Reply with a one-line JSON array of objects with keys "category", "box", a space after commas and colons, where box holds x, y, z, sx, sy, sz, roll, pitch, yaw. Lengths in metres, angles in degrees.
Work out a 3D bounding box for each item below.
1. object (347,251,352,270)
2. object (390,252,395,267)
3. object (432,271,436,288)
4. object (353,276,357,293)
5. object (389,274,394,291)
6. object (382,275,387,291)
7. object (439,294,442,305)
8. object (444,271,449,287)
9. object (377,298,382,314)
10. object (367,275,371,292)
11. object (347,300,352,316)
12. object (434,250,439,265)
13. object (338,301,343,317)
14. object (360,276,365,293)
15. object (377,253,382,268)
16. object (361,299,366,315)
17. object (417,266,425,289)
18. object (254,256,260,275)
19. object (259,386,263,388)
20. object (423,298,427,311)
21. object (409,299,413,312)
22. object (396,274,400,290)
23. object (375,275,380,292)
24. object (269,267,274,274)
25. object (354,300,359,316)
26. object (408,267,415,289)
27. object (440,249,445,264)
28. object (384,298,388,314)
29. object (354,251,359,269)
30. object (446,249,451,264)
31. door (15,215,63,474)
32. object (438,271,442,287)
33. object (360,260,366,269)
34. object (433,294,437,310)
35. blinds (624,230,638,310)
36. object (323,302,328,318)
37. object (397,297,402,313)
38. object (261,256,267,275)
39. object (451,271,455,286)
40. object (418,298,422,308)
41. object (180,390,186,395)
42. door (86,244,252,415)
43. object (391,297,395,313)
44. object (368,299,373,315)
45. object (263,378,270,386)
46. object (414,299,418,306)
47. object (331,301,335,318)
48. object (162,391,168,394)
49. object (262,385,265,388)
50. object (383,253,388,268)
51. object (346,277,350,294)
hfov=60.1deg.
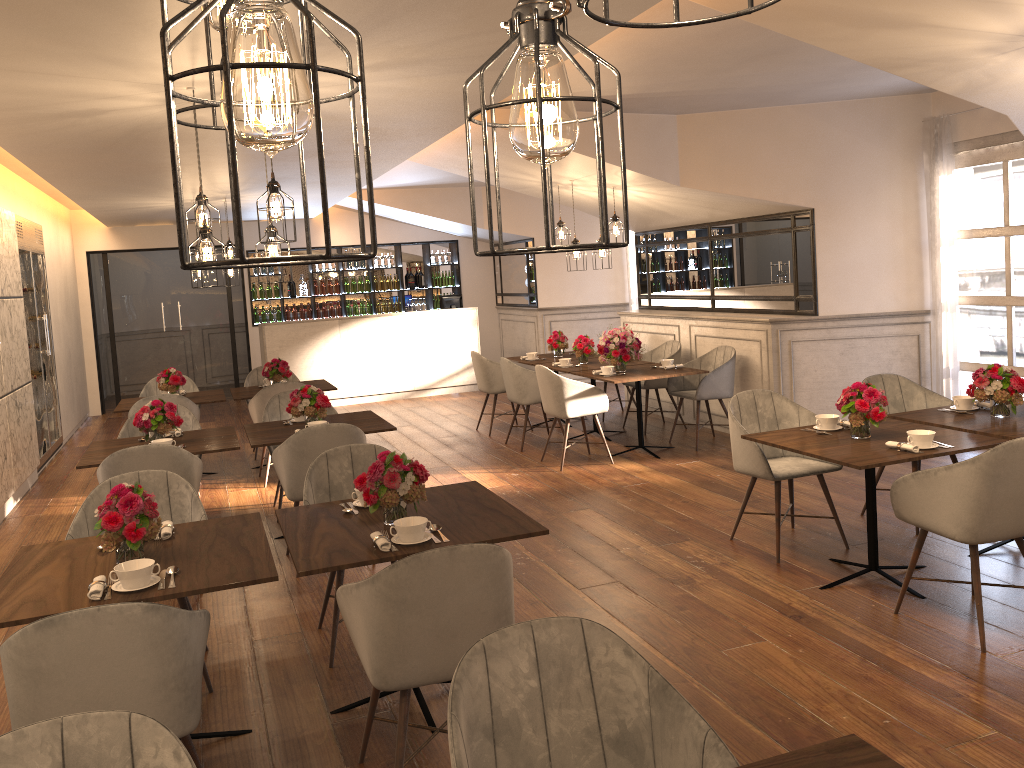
[{"category": "object", "box": [-2.537, -1.938, 13.795, 0.075, 0.309, 0.075, -3, 4, 13]}, {"category": "object", "box": [-1.901, -1.970, 14.023, 0.070, 0.235, 0.041, -5, 4, -20]}, {"category": "object", "box": [-1.273, -1.686, 14.295, 0.066, 0.262, 0.066, -7, 5, -41]}, {"category": "object", "box": [-2.463, -1.557, 13.872, 0.066, 0.262, 0.066, -7, 5, -41]}, {"category": "object", "box": [-1.922, -1.615, 14.064, 0.066, 0.260, 0.066, -7, 5, -41]}, {"category": "object", "box": [-2.026, -1.603, 14.027, 0.066, 0.260, 0.066, -7, 5, -41]}, {"category": "object", "box": [-1.146, -1.337, 14.356, 0.066, 0.260, 0.066, -7, 5, -41]}, {"category": "object", "box": [-1.066, -1.708, 14.368, 0.066, 0.260, 0.066, -7, 5, -41]}, {"category": "object", "box": [-2.107, -1.232, 14.015, 0.066, 0.260, 0.066, -7, 5, -41]}, {"category": "object", "box": [-2.255, -1.579, 13.946, 0.066, 0.262, 0.066, -7, 5, -41]}, {"category": "object", "box": [-2.543, -1.185, 13.860, 0.066, 0.260, 0.066, -7, 5, -41]}, {"category": "object", "box": [-1.214, -2.044, 14.267, 0.070, 0.235, 0.041, -5, 4, -20]}, {"category": "object", "box": [-2.685, -1.169, 13.810, 0.066, 0.260, 0.066, -7, 5, -41]}, {"category": "object", "box": [-2.359, -1.568, 13.909, 0.066, 0.262, 0.066, -7, 5, -41]}, {"category": "object", "box": [-2.090, -1.949, 13.956, 0.070, 0.235, 0.041, -5, 4, -20]}, {"category": "object", "box": [-2.336, -1.207, 13.934, 0.066, 0.260, 0.066, -7, 5, -41]}, {"category": "object", "box": [-1.462, -1.711, 14.198, 0.104, 0.357, 0.104, -3, 4, 8]}, {"category": "object", "box": [-3.849, -1.795, 13.329, 0.075, 0.309, 0.075, -3, 4, 6]}, {"category": "object", "box": [-2.405, 0.021, 8.467, 0.043, 0.015, 0.198, -6, 7, -15]}, {"category": "object", "box": [-1.399, -1.281, 14.268, 0.065, 0.207, 0.065, -2, 5, 26]}, {"category": "object", "box": [-1.618, -1.257, 14.190, 0.065, 0.207, 0.065, -2, 5, 26]}, {"category": "object", "box": [-1.819, -1.626, 14.101, 0.066, 0.260, 0.066, -7, 5, -41]}, {"category": "object", "box": [-2.130, -1.592, 13.991, 0.066, 0.260, 0.066, -7, 5, -41]}, {"category": "object", "box": [-3.653, -1.817, 13.399, 0.075, 0.309, 0.075, -2, 5, 27]}, {"category": "object", "box": [-2.440, -1.196, 13.897, 0.066, 0.260, 0.066, -7, 5, -41]}, {"category": "object", "box": [-1.610, -1.694, 14.149, 0.104, 0.358, 0.104, -1, 5, 32]}, {"category": "object", "box": [-1.120, -2.055, 14.300, 0.070, 0.235, 0.041, -5, 4, -20]}, {"category": "object", "box": [-2.003, -1.244, 14.052, 0.066, 0.260, 0.066, -7, 5, -41]}, {"category": "object", "box": [-2.439, -1.949, 13.830, 0.075, 0.309, 0.075, -4, 4, -9]}, {"category": "object", "box": [-1.026, -2.065, 14.334, 0.070, 0.235, 0.041, -5, 4, -20]}, {"category": "door", "box": [-4.855, -0.452, 9.128, 0.134, 2.459, 1.863, -5, 5, -19]}, {"category": "object", "box": [-1.169, -1.697, 14.332, 0.066, 0.260, 0.066, -7, 5, -41]}, {"category": "object", "box": [-2.341, -1.960, 13.864, 0.075, 0.309, 0.075, -4, 4, -9]}, {"category": "object", "box": [-1.250, -1.327, 14.319, 0.066, 0.262, 0.066, -7, 5, -41]}, {"category": "blinds", "box": [1.866, -1.326, 11.937, 0.134, 2.688, 1.384, -5, 5, -19]}, {"category": "object", "box": [-2.893, -1.147, 13.736, 0.066, 0.260, 0.066, -7, 5, -41]}, {"category": "object", "box": [-1.796, -1.266, 14.126, 0.066, 0.260, 0.066, -7, 5, -41]}, {"category": "object", "box": [-3.751, -1.806, 13.364, 0.075, 0.309, 0.075, -2, 4, 24]}, {"category": "object", "box": [-0.962, -1.719, 14.405, 0.066, 0.260, 0.066, -7, 5, -41]}, {"category": "object", "box": [-1.472, -1.273, 14.242, 0.065, 0.207, 0.065, -2, 5, 26]}, {"category": "object", "box": [-3.069, 0.079, 8.251, 0.056, 0.039, 0.176, -6, 7, -19]}, {"category": "door", "box": [-4.992, -0.832, 13.043, 2.109, 2.325, 0.274, -6, 4, -19]}, {"category": "object", "box": [-1.899, -1.255, 14.089, 0.066, 0.260, 0.066, -7, 5, -41]}, {"category": "object", "box": [-2.232, -1.219, 13.971, 0.066, 0.260, 0.066, -7, 5, -41]}, {"category": "object", "box": [-2.314, -0.020, 8.518, 0.148, 0.072, 0.149, -3, 7, 3]}, {"category": "object", "box": [-1.545, -1.265, 14.216, 0.065, 0.207, 0.065, -2, 5, 26]}, {"category": "object", "box": [-2.789, -1.158, 13.773, 0.066, 0.260, 0.066, -7, 5, -41]}, {"category": "object", "box": [-3.177, 0.074, 8.212, 0.148, 0.072, 0.149, -3, 7, 3]}, {"category": "object", "box": [-2.376, 0.025, 8.470, 0.022, 0.004, 0.211, -6, 8, -19]}, {"category": "object", "box": [-1.996, -1.959, 13.989, 0.070, 0.235, 0.041, -5, 4, -20]}, {"category": "object", "box": [-2.567, -1.544, 13.836, 0.066, 0.260, 0.066, -7, 5, -41]}]
